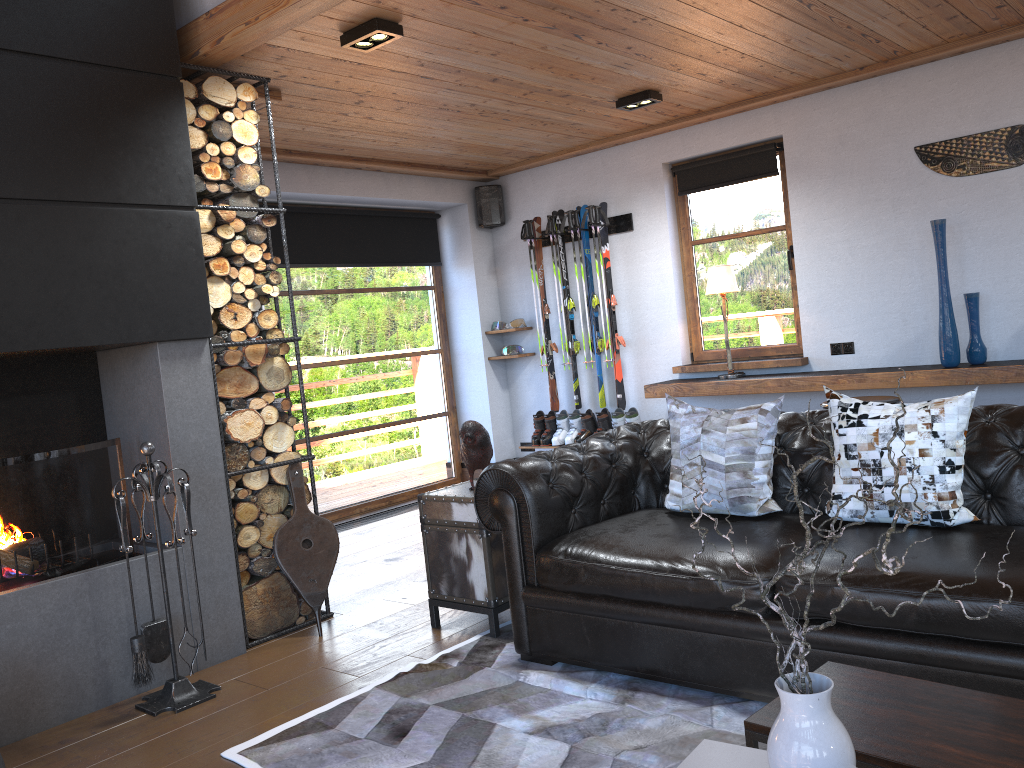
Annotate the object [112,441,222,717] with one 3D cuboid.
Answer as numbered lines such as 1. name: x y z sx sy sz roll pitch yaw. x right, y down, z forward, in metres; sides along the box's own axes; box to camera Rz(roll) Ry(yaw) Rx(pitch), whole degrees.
1. object: -1.353 0.726 3.436 0.308 1.017 0.307 -6 2 -4

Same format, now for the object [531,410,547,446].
1. object: 0.222 0.360 7.335 0.115 0.270 0.254 -5 3 31

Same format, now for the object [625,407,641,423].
1. object: 0.907 0.317 6.738 0.115 0.270 0.255 -4 3 36

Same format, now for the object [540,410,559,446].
1. object: 0.308 0.354 7.257 0.255 0.270 0.115 -9 4 -44

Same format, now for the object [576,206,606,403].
1. object: 0.620 -0.615 7.105 0.072 1.621 0.113 -4 3 41

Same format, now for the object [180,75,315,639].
1. object: -1.372 -0.116 4.256 0.461 2.610 0.500 -4 3 41

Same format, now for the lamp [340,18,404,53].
1. lamp: -0.625 -1.554 3.936 0.258 0.068 0.157 -4 4 41

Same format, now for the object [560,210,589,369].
1. object: 0.488 -0.732 6.939 0.121 1.249 0.059 -6 2 -2

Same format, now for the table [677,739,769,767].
1. table: 0.574 0.941 1.566 0.642 0.350 0.405 -4 3 36

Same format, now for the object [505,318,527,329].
1. object: 0.037 -0.516 7.572 0.158 0.084 0.192 -4 4 40

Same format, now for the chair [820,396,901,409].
1. chair: 2.015 0.443 5.050 0.436 0.716 0.447 -4 4 45

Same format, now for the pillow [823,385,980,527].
1. pillow: 1.336 0.230 3.070 0.522 0.469 0.287 -4 4 44

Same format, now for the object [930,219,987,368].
1. object: 2.607 -0.535 5.181 0.274 0.862 0.111 -6 2 -4

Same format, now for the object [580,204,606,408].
1. object: 0.669 -0.617 7.049 0.072 1.621 0.113 -4 3 41

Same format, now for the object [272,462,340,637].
1. object: -0.970 0.764 4.163 0.261 0.794 0.270 -5 3 24

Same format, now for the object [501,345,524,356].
1. object: -0.012 -0.294 7.643 0.189 0.084 0.350 -7 3 -13

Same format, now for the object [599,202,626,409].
1. object: 0.806 -0.605 6.857 0.094 1.605 0.117 -4 3 41

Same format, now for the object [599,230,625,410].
1. object: 0.743 -0.588 6.929 0.094 1.605 0.117 -4 3 41

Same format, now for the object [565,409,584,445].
1. object: 0.500 0.341 7.110 0.255 0.270 0.115 -9 4 -44

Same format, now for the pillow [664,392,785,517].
1. pillow: 0.829 0.261 3.509 0.522 0.469 0.287 -4 4 44

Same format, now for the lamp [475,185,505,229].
1. lamp: -0.191 -1.525 7.629 0.211 0.349 0.216 -4 3 41

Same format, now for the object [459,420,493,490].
1. object: -0.156 0.312 3.966 0.150 0.319 0.247 -6 3 -8

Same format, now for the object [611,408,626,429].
1. object: 0.813 0.323 6.820 0.115 0.270 0.255 -4 3 36

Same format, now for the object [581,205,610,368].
1. object: 0.637 -0.740 6.791 0.120 1.249 0.059 -6 2 8

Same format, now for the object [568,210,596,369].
1. object: 0.541 -0.739 6.979 0.120 1.249 0.059 -5 3 23

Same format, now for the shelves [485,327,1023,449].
1. shelves: 2.359 -0.125 5.601 6.561 0.988 0.620 -3 4 41

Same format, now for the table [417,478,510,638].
1. table: -0.118 0.765 4.008 0.412 0.609 0.411 -4 3 41

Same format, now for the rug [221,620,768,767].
1. rug: 1.322 0.970 2.487 3.994 0.053 2.463 -3 4 42

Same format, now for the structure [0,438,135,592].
1. structure: -1.910 0.535 3.376 0.181 0.514 0.995 -4 3 41

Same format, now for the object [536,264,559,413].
1. object: 0.244 -0.557 7.362 0.094 1.605 0.117 -4 3 41

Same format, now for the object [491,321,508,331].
1. object: -0.096 -0.508 7.688 0.187 0.084 0.162 -4 4 40

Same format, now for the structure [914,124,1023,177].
1. structure: 2.933 -1.371 5.045 1.233 0.239 0.100 -4 4 41

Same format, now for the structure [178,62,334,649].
1. structure: -1.362 -0.124 4.255 0.505 2.616 0.508 -4 3 41

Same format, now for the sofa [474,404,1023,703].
1. sofa: 1.190 0.553 3.172 2.534 0.838 1.255 -4 4 40

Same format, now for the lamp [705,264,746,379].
1. lamp: 1.677 -0.116 6.406 0.243 1.481 0.640 -4 3 44

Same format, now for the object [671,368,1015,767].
1. object: 0.505 0.369 1.496 0.411 0.807 0.612 -8 3 -38

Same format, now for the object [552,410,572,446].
1. object: 0.400 0.349 7.177 0.255 0.270 0.115 -9 4 -44

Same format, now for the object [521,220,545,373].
1. object: 0.171 -0.711 7.203 0.058 1.249 0.122 -5 3 23

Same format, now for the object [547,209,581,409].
1. object: 0.428 -0.595 7.122 0.102 1.621 0.257 -4 3 37

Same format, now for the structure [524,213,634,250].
1. structure: 0.451 -1.213 7.076 1.038 0.135 0.323 -4 4 41

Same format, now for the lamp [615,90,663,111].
1. lamp: 0.800 -1.793 5.591 0.258 0.068 0.157 -4 4 41

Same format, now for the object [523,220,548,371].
1. object: 0.192 -0.718 7.282 0.120 1.249 0.059 -5 3 23

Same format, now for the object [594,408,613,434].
1. object: 0.706 0.328 6.950 0.254 0.270 0.115 -8 3 -34

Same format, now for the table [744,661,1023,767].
1. table: 0.901 0.889 1.891 0.405 0.350 0.642 -9 4 -44

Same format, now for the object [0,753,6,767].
1. object: -1.810 1.111 2.745 0.387 0.431 0.381 -7 3 -23

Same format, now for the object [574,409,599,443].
1. object: 0.584 0.338 7.013 0.254 0.270 0.115 -8 3 -29

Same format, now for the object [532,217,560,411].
1. object: 0.307 -0.574 7.290 0.094 1.605 0.117 -4 3 41

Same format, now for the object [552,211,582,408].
1. object: 0.434 -0.601 7.226 0.072 1.621 0.113 -4 3 41

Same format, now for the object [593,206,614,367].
1. object: 0.739 -0.752 6.824 0.121 1.249 0.059 -6 2 3

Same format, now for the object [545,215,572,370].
1. object: 0.367 -0.729 7.131 0.120 1.249 0.059 -5 3 23
